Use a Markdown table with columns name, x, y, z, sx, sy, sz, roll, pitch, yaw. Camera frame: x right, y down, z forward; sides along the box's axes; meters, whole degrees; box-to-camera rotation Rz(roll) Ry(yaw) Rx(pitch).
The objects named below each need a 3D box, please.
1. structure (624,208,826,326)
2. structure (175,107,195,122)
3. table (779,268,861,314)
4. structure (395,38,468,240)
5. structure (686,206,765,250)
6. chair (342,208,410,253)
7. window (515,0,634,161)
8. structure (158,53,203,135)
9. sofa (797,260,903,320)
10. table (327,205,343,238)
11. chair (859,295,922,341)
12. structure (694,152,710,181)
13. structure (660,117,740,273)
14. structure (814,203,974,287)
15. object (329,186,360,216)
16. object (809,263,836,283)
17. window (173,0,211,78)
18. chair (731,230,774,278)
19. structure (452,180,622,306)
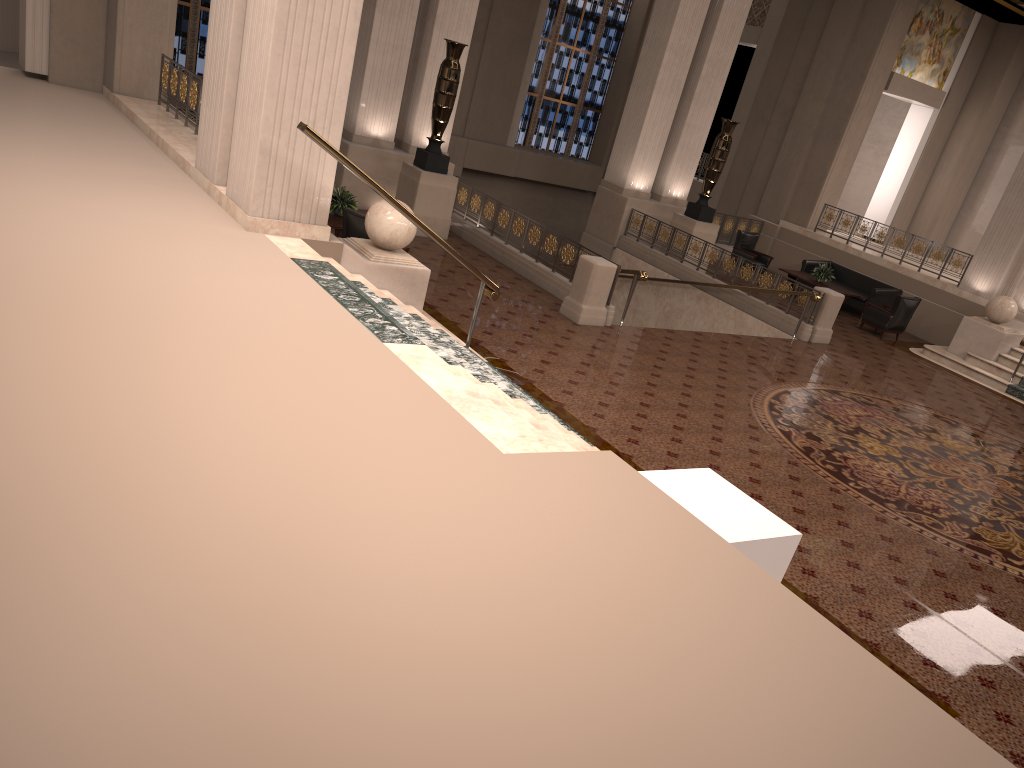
| name | x | y | z | sx | sy | sz | roll | pitch | yaw |
| --- | --- | --- | --- | --- | --- | --- | --- | --- | --- |
| structure | 3.575 | -2.202 | 15.739 | 0.079 | 0.561 | 4.751 | -3 | 27 | -36 |
| structure | -3.911 | -3.650 | 13.503 | 2.532 | 0.682 | 0.031 | 1 | 28 | -35 |
| table | 6.042 | -1.831 | 17.570 | 0.838 | 0.454 | 1.419 | 0 | 26 | -36 |
| structure | -1.152 | -3.729 | 13.495 | 0.698 | 2.907 | 0.673 | -2 | 29 | -34 |
| structure | 4.636 | -3.427 | 19.487 | 2.532 | 0.682 | 0.031 | 1 | 28 | -35 |
| chair | -1.633 | -1.579 | 10.377 | 0.643 | 0.880 | 0.694 | 20 | 23 | 11 |
| window | 1.641 | -8.930 | 23.435 | 2.982 | 5.586 | 0.067 | -1 | 29 | -34 |
| structure | -3.618 | -3.203 | 10.170 | 0.032 | 0.652 | 3.554 | -3 | 27 | -35 |
| sofa | 6.826 | -1.935 | 18.042 | 0.873 | 0.737 | 1.849 | -1 | 26 | -36 |
| table | -2.460 | -2.053 | 11.618 | 0.838 | 0.454 | 1.419 | 0 | 26 | -36 |
| chair | 6.931 | -1.294 | 16.210 | 0.646 | 0.880 | 0.690 | -1 | 28 | -35 |
| structure | 4.536 | -5.708 | 22.646 | 0.031 | 0.697 | 2.073 | -3 | 27 | -35 |
| structure | 3.701 | -3.602 | 16.892 | 0.698 | 2.907 | 0.673 | -2 | 29 | -34 |
| structure | 7.722 | -2.907 | 18.110 | 0.032 | 0.652 | 3.554 | -3 | 27 | -35 |
| object | -2.216 | -2.378 | 11.421 | 0.503 | 0.392 | 0.503 | 14 | 22 | -6 |
| object | 6.140 | -2.200 | 17.379 | 0.503 | 0.392 | 0.503 | 14 | 22 | -6 |
| window | -6.856 | -9.152 | 17.486 | 2.982 | 5.586 | 0.067 | -1 | 29 | -34 |
| chair | 5.029 | -2.714 | 18.531 | 0.644 | 0.880 | 0.692 | -4 | 30 | -39 |
| structure | 0.111 | -2.292 | 13.314 | 0.079 | 0.561 | 4.748 | -3 | 27 | -35 |
